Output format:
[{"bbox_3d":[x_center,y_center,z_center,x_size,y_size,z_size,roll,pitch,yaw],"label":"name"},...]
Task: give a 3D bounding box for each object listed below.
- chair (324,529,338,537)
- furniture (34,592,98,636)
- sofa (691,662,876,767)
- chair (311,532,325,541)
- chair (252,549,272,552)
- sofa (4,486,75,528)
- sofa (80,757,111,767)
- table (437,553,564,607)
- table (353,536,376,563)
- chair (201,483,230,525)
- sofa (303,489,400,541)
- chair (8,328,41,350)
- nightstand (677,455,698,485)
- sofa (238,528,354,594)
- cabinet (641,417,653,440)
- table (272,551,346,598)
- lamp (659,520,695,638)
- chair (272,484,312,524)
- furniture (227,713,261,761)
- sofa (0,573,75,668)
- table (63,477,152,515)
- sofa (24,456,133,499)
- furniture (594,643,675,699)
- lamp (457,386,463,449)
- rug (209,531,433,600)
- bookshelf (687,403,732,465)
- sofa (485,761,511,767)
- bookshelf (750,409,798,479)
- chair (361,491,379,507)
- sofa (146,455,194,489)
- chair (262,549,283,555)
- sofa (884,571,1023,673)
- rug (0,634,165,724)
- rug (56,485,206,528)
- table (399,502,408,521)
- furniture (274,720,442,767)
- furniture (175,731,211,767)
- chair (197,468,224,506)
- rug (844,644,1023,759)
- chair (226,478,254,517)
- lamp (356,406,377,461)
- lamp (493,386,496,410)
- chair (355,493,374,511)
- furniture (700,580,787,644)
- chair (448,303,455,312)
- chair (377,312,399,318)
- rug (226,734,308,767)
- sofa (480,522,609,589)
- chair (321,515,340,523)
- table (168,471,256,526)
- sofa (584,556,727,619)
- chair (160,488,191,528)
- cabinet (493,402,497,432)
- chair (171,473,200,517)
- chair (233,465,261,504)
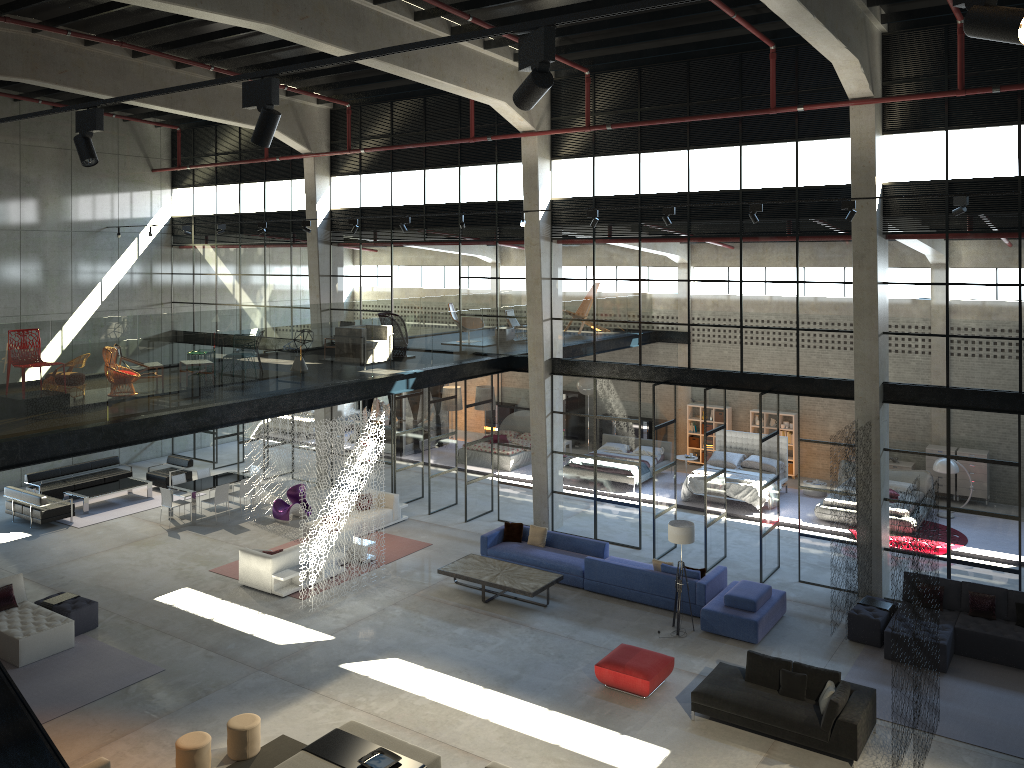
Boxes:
[{"bbox_3d":[-3.642,3.052,17.377,0.269,0.321,0.398,2,5,36],"label":"chair"},{"bbox_3d":[-7.354,3.794,14.479,0.961,0.454,0.512,4,6,29],"label":"furniture"},{"bbox_3d":[3.498,4.148,11.360,2.111,0.560,1.088,5,8,34],"label":"sofa"},{"bbox_3d":[-3.841,3.086,17.148,0.269,0.317,0.395,1,5,21],"label":"chair"},{"bbox_3d":[-4.638,3.202,16.482,0.390,0.271,0.320,1,5,9],"label":"chair"},{"bbox_3d":[-10.978,2.795,20.389,1.655,0.757,0.825,4,6,34],"label":"sofa"},{"bbox_3d":[-3.855,4.499,8.624,2.341,0.720,1.060,5,8,34],"label":"sofa"},{"bbox_3d":[-0.219,3.595,15.840,2.068,0.398,1.033,5,9,34],"label":"table"},{"bbox_3d":[-3.314,3.330,17.850,1.204,0.369,0.302,5,6,34],"label":"table"},{"bbox_3d":[-6.865,2.733,20.330,0.546,0.870,0.421,1,2,34],"label":"chair"},{"bbox_3d":[-3.537,2.944,19.475,0.944,0.666,2.160,3,8,34],"label":"sofa"},{"bbox_3d":[-7.321,-0.332,13.435,0.662,0.980,0.648,2,3,34],"label":"chair"},{"bbox_3d":[4.589,2.281,23.096,0.601,0.699,0.605,0,4,6],"label":"nightstand"},{"bbox_3d":[-4.119,3.318,16.913,0.950,0.667,2.151,3,8,34],"label":"sofa"},{"bbox_3d":[3.690,1.608,26.780,2.086,1.157,0.451,4,3,34],"label":"cabinet"},{"bbox_3d":[-3.765,3.545,16.383,0.301,0.367,1.579,2,8,34],"label":"table"},{"bbox_3d":[2.693,3.156,14.162,0.429,1.742,0.670,0,1,32],"label":"lamp"},{"bbox_3d":[-5.115,2.770,20.436,0.657,0.747,0.801,2,5,34],"label":"chair"},{"bbox_3d":[-3.303,4.340,10.807,0.400,0.400,0.403,2,5,24],"label":"furniture"},{"bbox_3d":[-8.661,3.881,12.483,1.829,0.866,4.178,4,9,34],"label":"sofa"},{"bbox_3d":[-10.017,2.760,21.803,0.903,0.406,1.813,4,9,34],"label":"table"},{"bbox_3d":[-11.060,2.486,22.511,0.822,0.755,2.468,3,8,34],"label":"sofa"},{"bbox_3d":[1.756,4.081,12.519,0.856,0.375,0.860,4,8,34],"label":"furniture"},{"bbox_3d":[-1.822,1.054,27.502,0.802,1.922,0.684,-1,1,-14],"label":"lamp"},{"bbox_3d":[-3.790,3.519,17.833,2.653,0.020,3.652,5,10,34],"label":"rug"},{"bbox_3d":[5.705,1.506,25.395,1.241,1.756,0.330,2,1,34],"label":"bookshelf"},{"bbox_3d":[-0.437,4.526,8.346,1.055,0.719,2.351,4,8,34],"label":"sofa"},{"bbox_3d":[7.266,1.651,24.344,1.241,1.756,0.330,2,1,34],"label":"bookshelf"},{"bbox_3d":[-3.252,2.655,20.079,0.381,0.337,0.255,-2,3,-22],"label":"chair"},{"bbox_3d":[-9.057,2.375,23.218,0.952,0.757,0.825,3,6,34],"label":"sofa"},{"bbox_3d":[-4.426,3.217,16.311,0.402,0.335,0.284,-1,4,-11],"label":"chair"},{"bbox_3d":[7.756,3.781,12.732,4.159,0.867,1.836,5,9,34],"label":"sofa"},{"bbox_3d":[-7.239,4.349,12.224,2.653,0.020,3.652,5,10,34],"label":"rug"},{"bbox_3d":[-9.813,2.956,21.862,2.415,0.025,3.412,5,10,34],"label":"rug"},{"bbox_3d":[-2.861,2.950,20.452,0.903,0.369,0.302,5,5,34],"label":"table"},{"bbox_3d":[-1.816,4.478,9.822,1.451,0.397,1.547,5,9,34],"label":"furniture"},{"bbox_3d":[-3.773,4.403,10.390,0.402,0.400,0.402,-4,6,-41],"label":"furniture"},{"bbox_3d":[-7.420,2.557,21.552,0.546,0.870,0.421,1,2,34],"label":"chair"},{"bbox_3d":[6.533,4.334,11.967,3.636,0.020,2.665,5,10,34],"label":"rug"},{"bbox_3d":[-6.472,2.647,20.909,0.546,0.870,0.421,1,2,34],"label":"chair"},{"bbox_3d":[-3.084,1.030,18.530,0.440,1.099,0.440,1,2,43],"label":"lamp"},{"bbox_3d":[-0.780,1.044,27.540,0.802,1.921,0.684,-1,1,-14],"label":"lamp"},{"bbox_3d":[-3.347,2.683,19.898,0.411,0.335,0.257,-2,4,-23],"label":"chair"},{"bbox_3d":[3.856,3.654,14.553,0.951,0.553,1.547,4,8,34],"label":"furniture"},{"bbox_3d":[-1.163,-1.643,23.364,0.977,1.026,0.795,-2,4,-27],"label":"chair"},{"bbox_3d":[-2.709,-1.116,19.923,0.687,0.985,0.832,0,3,4],"label":"chair"},{"bbox_3d":[-2.166,4.786,9.091,3.636,0.020,2.665,5,10,34],"label":"rug"},{"bbox_3d":[0.625,3.309,17.080,2.341,0.603,1.060,5,8,34],"label":"sofa"},{"bbox_3d":[-3.911,2.900,18.931,0.415,0.107,0.410,-2,8,-10],"label":"chair"},{"bbox_3d":[-7.142,2.700,20.941,0.902,0.755,1.813,3,8,34],"label":"table"},{"bbox_3d":[2.560,3.436,15.752,2.341,0.720,1.060,5,8,34],"label":"sofa"},{"bbox_3d":[-7.717,2.770,20.095,0.420,0.869,0.547,1,3,34],"label":"chair"},{"bbox_3d":[-0.369,1.233,29.460,1.042,1.159,0.451,2,2,34],"label":"cabinet"},{"bbox_3d":[-7.813,2.642,20.973,0.546,0.870,0.421,1,2,34],"label":"chair"},{"bbox_3d":[-6.568,2.519,21.787,0.420,0.869,0.547,1,3,34],"label":"chair"}]
